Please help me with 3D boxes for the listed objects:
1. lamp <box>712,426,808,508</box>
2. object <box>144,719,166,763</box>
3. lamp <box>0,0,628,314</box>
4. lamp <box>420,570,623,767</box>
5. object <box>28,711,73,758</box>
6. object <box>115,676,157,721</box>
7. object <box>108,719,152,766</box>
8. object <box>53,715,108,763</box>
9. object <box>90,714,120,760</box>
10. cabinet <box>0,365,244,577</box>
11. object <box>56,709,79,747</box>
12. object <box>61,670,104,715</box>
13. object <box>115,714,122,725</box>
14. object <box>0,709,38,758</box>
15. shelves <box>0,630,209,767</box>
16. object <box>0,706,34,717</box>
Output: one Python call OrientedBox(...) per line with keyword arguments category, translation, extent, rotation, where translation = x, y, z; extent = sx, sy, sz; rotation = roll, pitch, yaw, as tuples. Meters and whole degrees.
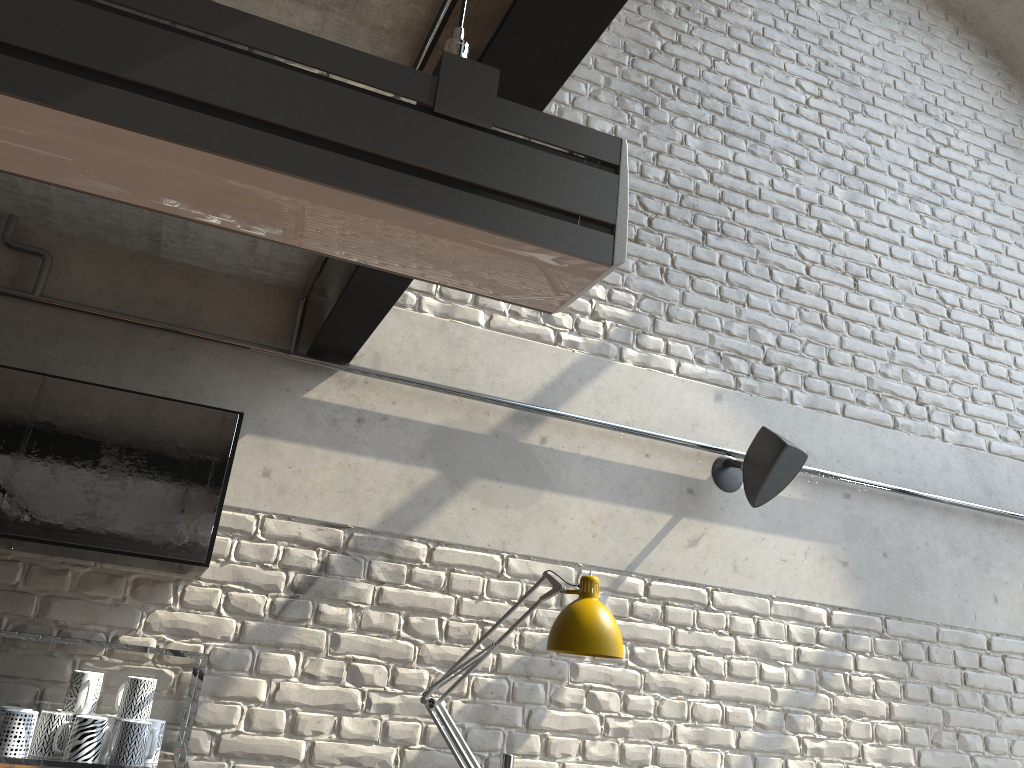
OrientedBox(category="lamp", translation=(0.925, 0.315, 3.323), extent=(0.176, 0.313, 0.354), rotation=(22, -25, -35))
OrientedBox(category="object", translation=(-0.964, 0.936, 2.323), extent=(0.083, 0.102, 0.106), rotation=(8, -20, -5))
OrientedBox(category="lamp", translation=(-0.388, -0.611, 0.745), extent=(1.083, 0.910, 0.123), rotation=(13, -22, -18))
OrientedBox(category="lamp", translation=(0.462, 1.387, 2.314), extent=(1.570, 1.653, 0.617), rotation=(9, -21, -6))
OrientedBox(category="object", translation=(-1.169, 0.886, 2.246), extent=(0.082, 0.102, 0.107), rotation=(18, -23, -29))
OrientedBox(category="object", translation=(-0.995, 0.832, 2.344), extent=(0.082, 0.102, 0.107), rotation=(18, -23, -29))
OrientedBox(category="object", translation=(-0.973, 0.912, 2.256), extent=(0.082, 0.102, 0.107), rotation=(18, -23, -29))
OrientedBox(category="object", translation=(-1.079, 0.889, 2.221), extent=(0.108, 0.102, 0.081), rotation=(1, -21, 14))
OrientedBox(category="object", translation=(-1.071, 0.914, 2.293), extent=(0.083, 0.102, 0.106), rotation=(8, -20, -5))
OrientedBox(category="cabinet", translation=(-2.628, -0.087, 1.939), extent=(3.876, 0.431, 0.393), rotation=(13, -21, -18))
OrientedBox(category="object", translation=(-1.173, 0.915, 2.331), extent=(0.082, 0.102, 0.107), rotation=(14, -21, -19))
OrientedBox(category="object", translation=(-1.119, 0.803, 2.304), extent=(0.083, 0.102, 0.106), rotation=(8, -20, -5))
OrientedBox(category="object", translation=(-1.051, 0.945, 2.377), extent=(0.108, 0.102, 0.081), rotation=(1, -21, 14))
OrientedBox(category="object", translation=(-1.229, 0.854, 2.171), extent=(0.108, 0.102, 0.081), rotation=(1, -21, 14))
OrientedBox(category="shelves", translation=(-1.472, 1.049, 2.074), extent=(1.244, 0.947, 0.283), rotation=(13, -22, -18))
OrientedBox(category="object", translation=(-1.276, 0.871, 2.237), extent=(0.108, 0.102, 0.081), rotation=(1, -21, 14))
